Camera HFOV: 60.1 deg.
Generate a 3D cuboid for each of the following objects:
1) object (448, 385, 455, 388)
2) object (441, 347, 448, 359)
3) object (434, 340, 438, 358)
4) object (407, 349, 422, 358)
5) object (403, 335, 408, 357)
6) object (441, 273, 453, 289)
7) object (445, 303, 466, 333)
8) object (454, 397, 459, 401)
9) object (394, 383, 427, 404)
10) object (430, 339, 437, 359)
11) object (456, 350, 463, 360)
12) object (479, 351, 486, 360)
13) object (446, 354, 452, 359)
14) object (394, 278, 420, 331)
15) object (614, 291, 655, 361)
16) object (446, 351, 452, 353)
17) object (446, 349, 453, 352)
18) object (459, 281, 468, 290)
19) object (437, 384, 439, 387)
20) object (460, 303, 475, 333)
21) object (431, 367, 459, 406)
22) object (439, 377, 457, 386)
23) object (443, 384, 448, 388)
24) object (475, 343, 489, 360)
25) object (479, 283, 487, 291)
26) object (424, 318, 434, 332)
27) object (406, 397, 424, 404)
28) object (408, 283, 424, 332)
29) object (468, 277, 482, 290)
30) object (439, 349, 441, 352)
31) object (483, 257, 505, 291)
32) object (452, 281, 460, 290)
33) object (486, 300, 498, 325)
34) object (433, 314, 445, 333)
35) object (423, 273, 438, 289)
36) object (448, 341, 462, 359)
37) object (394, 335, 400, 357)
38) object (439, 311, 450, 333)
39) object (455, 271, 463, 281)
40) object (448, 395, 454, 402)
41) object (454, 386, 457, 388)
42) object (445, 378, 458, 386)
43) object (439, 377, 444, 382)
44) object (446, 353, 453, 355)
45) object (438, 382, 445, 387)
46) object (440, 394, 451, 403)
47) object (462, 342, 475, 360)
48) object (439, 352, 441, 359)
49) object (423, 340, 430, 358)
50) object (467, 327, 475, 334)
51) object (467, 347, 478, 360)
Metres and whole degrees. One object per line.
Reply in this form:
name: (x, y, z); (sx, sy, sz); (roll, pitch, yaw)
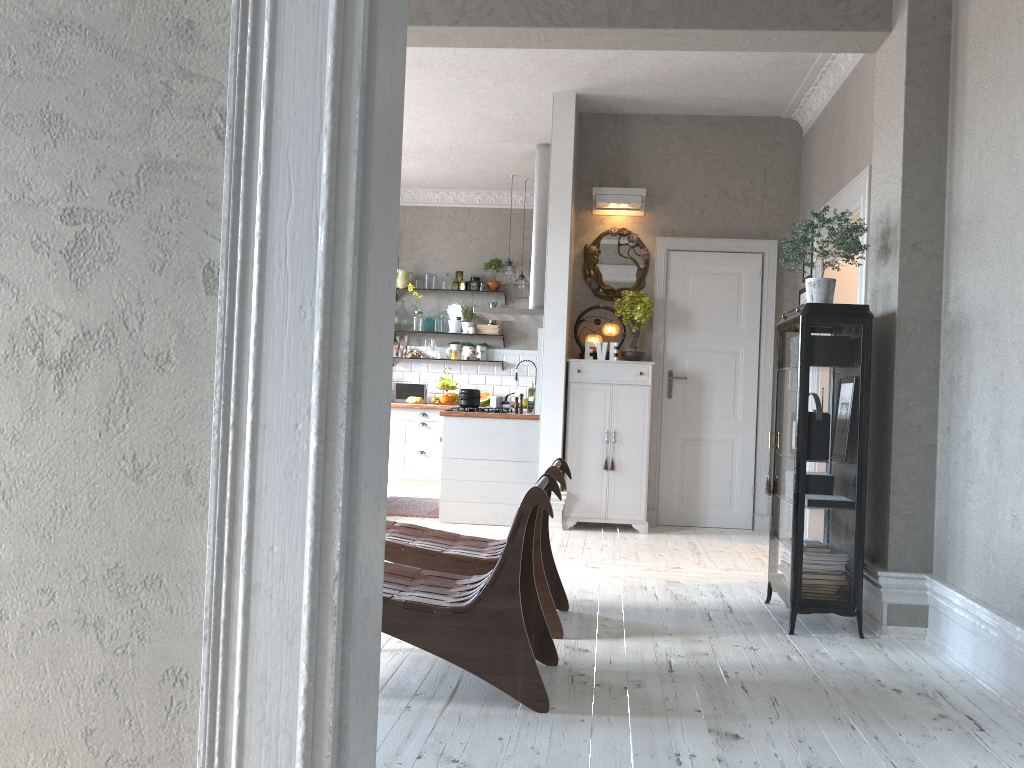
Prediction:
object: (-0.680, 0.040, 9.873); (0.076, 0.062, 0.099); (3, -1, -22)
object: (-0.773, -0.352, 10.053); (0.080, 0.139, 0.077); (3, -1, -22)
object: (-0.887, -0.395, 10.119); (0.082, 0.217, 0.081); (2, -1, -9)
object: (-1.114, -0.349, 10.097); (0.179, 0.111, 0.095); (3, -1, -18)
object: (-1.211, -0.428, 10.130); (0.052, 0.264, 0.063); (2, -1, 41)
object: (-0.743, -1.169, 10.190); (0.143, 0.220, 0.137); (3, -1, -35)
object: (-0.632, -0.750, 10.129); (0.241, 0.354, 0.238); (2, -1, 23)
object: (-0.605, 0.138, 9.903); (0.060, 0.120, 0.128); (2, -1, 29)
object: (-1.139, 0.109, 9.960); (0.350, 0.226, 0.088); (2, -1, 4)
object: (-0.894, -0.396, 10.029); (0.082, 0.217, 0.081); (2, -1, -9)
object: (-0.590, -0.330, 10.052); (0.078, 0.108, 0.077); (2, -1, -1)
object: (-0.335, -0.320, 10.008); (0.078, 0.108, 0.077); (2, -1, -1)
object: (-0.712, -0.306, 10.005); (0.077, 0.051, 0.077); (2, -1, -2)
object: (-1.259, -0.938, 10.075); (0.340, 0.674, 0.332); (3, -1, -26)
object: (0.959, -0.445, 6.862); (0.291, 0.553, 0.347); (2, -1, 39)
object: (-0.711, -0.341, 10.005); (0.076, 0.051, 0.078); (2, -1, 24)
object: (-0.709, -0.366, 10.006); (0.078, 0.051, 0.076); (2, -1, -9)
object: (-0.550, -1.110, 10.070); (0.082, 0.113, 0.083); (2, -1, 15)
object: (-0.788, 0.028, 9.906); (0.096, 0.078, 0.100); (2, -1, -8)
object: (-0.505, -0.758, 10.069); (0.188, 0.380, 0.166); (3, -1, -34)
object: (-0.726, 0.027, 9.897); (0.354, 0.425, 0.349); (2, -1, -10)
object: (-0.712, -0.029, 9.871); (0.209, 0.101, 0.067); (2, -1, 11)
object: (-0.739, 0.035, 9.843); (0.063, 0.061, 0.067); (2, -1, 5)
object: (-0.338, -0.368, 10.124); (0.158, 0.213, 0.153); (2, -1, 3)
object: (-0.323, -1.093, 10.005); (0.093, 0.096, 0.075); (2, -1, 5)
object: (-0.944, -0.671, 10.149); (0.125, 0.172, 0.127); (2, -1, 9)
object: (-1.067, 0.180, 9.751); (0.196, 0.083, 0.190); (2, -1, 6)
object: (-1.093, -0.864, 10.018); (0.192, 0.540, 0.280); (2, -1, -3)
object: (-0.421, -1.134, 10.112); (0.141, 0.174, 0.142); (2, -1, 5)
object: (-0.795, -0.357, 10.131); (0.076, 0.083, 0.079); (2, -1, 23)
object: (-0.190, -1.237, 10.051); (0.256, 0.397, 0.245); (2, -1, 30)
object: (-0.637, -1.113, 10.080); (0.082, 0.113, 0.083); (2, -1, 5)
object: (-0.220, -0.809, 10.074); (0.132, 0.287, 0.129); (2, -1, -10)
object: (-0.831, -0.684, 10.052); (0.123, 0.206, 0.127); (2, -1, 28)
object: (-0.932, -1.160, 10.107); (0.168, 0.184, 0.176); (2, -1, 44)
object: (-0.659, -0.386, 10.129); (0.158, 0.217, 0.154); (3, -1, -15)
object: (-1.314, -0.432, 10.153); (0.054, 0.264, 0.060); (3, -1, -24)
object: (-0.790, -0.709, 10.201); (0.130, 0.264, 0.132); (2, -1, 11)
object: (-0.600, -1.224, 10.066); (0.083, 0.113, 0.082); (3, -1, -15)
object: (-0.685, 0.155, 9.843); (0.087, 0.078, 0.089); (2, -1, 32)
object: (-0.636, 0.039, 9.900); (0.052, 0.050, 0.049); (2, -1, 14)
object: (-0.677, -0.016, 9.937); (0.178, 0.096, 0.089); (2, -1, 25)
object: (-0.777, -0.053, 9.880); (0.074, 0.058, 0.050); (3, -1, -18)
object: (-0.711, -0.323, 10.005); (0.077, 0.051, 0.077); (2, -1, -2)
object: (-0.781, 0.011, 9.831); (0.058, 0.069, 0.080); (2, -1, 25)
object: (-0.733, 0.164, 9.770); (0.115, 0.111, 0.109); (3, -1, -28)
object: (-0.503, -0.376, 10.127); (0.170, 0.214, 0.150); (2, -1, 35)
object: (-0.796, -0.324, 10.130); (0.076, 0.083, 0.079); (2, -1, 23)
object: (-0.972, -0.398, 10.129); (0.082, 0.217, 0.081); (2, -1, -9)
object: (-0.452, -0.603, 9.999); (0.104, 0.071, 0.064); (2, -1, 35)
object: (-0.440, -0.340, 10.034); (0.120, 0.147, 0.099); (3, -1, -27)
